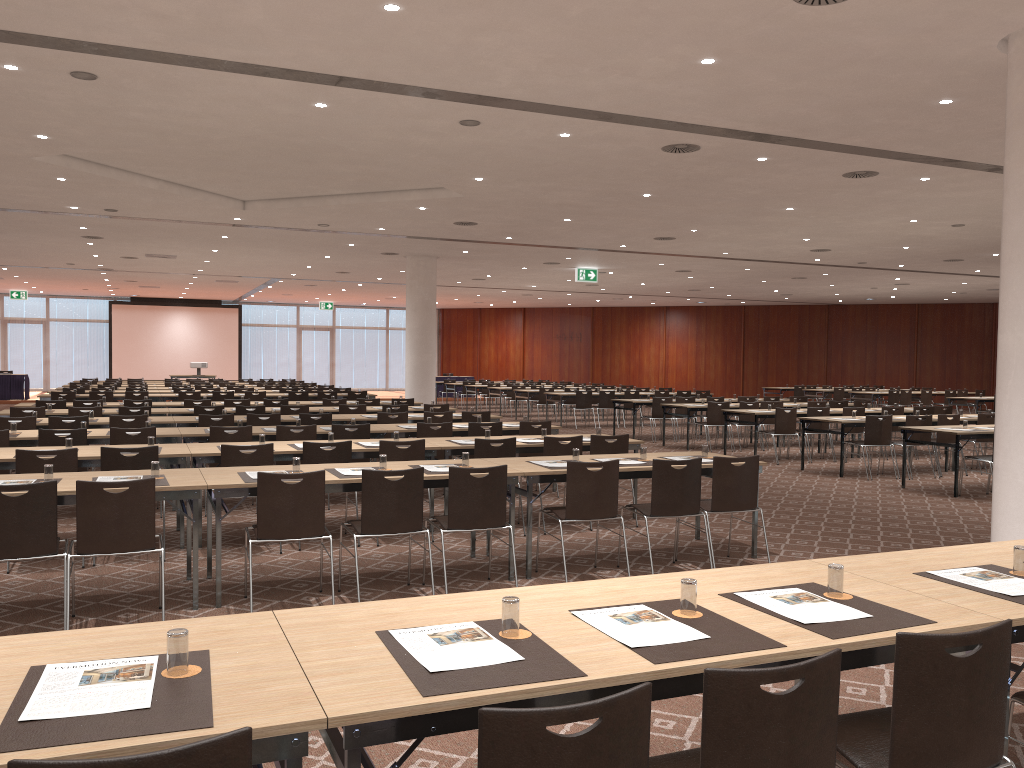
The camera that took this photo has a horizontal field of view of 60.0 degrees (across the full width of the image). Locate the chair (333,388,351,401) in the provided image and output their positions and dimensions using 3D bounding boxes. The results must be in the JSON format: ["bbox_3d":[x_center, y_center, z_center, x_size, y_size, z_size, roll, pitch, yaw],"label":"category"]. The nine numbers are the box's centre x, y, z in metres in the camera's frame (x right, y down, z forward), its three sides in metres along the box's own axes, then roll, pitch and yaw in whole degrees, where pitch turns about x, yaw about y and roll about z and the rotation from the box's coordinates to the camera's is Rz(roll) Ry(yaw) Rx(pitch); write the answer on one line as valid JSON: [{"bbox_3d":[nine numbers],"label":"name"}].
[{"bbox_3d":[-4.162,0.551,21.565,0.535,0.940,0.613,0,2,-21],"label":"chair"}]

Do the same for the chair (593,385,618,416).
[{"bbox_3d":[2.819,0.500,26.611,0.535,0.940,0.613,0,2,-21],"label":"chair"}]

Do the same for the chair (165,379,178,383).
[{"bbox_3d":[-10.572,0.295,27.581,0.535,0.940,0.613,0,2,-22],"label":"chair"}]

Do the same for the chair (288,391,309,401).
[{"bbox_3d":[-4.663,0.611,19.225,0.535,0.940,0.613,0,2,-25],"label":"chair"}]

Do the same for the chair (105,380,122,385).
[{"bbox_3d":[-11.266,0.357,25.085,0.535,0.940,0.613,0,2,-24],"label":"chair"}]

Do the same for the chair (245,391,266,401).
[{"bbox_3d":[-5.471,0.611,18.848,0.535,0.940,0.613,0,2,-22],"label":"chair"}]

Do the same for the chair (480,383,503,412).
[{"bbox_3d":[-0.627,0.429,27.484,0.535,0.940,0.613,0,2,-24],"label":"chair"}]

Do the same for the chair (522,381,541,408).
[{"bbox_3d":[0.719,0.371,30.152,0.535,0.940,0.613,0,2,-24],"label":"chair"}]

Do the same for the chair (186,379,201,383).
[{"bbox_3d":[-9.991,0.297,27.787,0.535,0.940,0.613,0,2,-24],"label":"chair"}]

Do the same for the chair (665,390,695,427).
[{"bbox_3d":[4.346,0.626,22.917,0.535,0.940,0.613,0,2,-24],"label":"chair"}]

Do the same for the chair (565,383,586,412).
[{"bbox_3d":[2.102,0.435,28.565,0.535,0.940,0.613,0,2,-25],"label":"chair"}]

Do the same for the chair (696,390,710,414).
[{"bbox_3d":[4.910,0.624,23.242,0.535,0.940,0.613,0,2,-20],"label":"chair"}]

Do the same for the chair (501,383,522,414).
[{"bbox_3d":[-0.026,0.435,27.584,0.535,0.940,0.613,0,2,-22],"label":"chair"}]

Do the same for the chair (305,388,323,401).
[{"bbox_3d":[-4.791,0.549,21.338,0.535,0.940,0.613,0,2,-23],"label":"chair"}]

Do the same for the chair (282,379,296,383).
[{"bbox_3d":[-7.299,0.300,28.917,0.535,0.940,0.613,0,2,-20],"label":"chair"}]

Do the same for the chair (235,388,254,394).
[{"bbox_3d":[-6.288,0.546,20.756,0.535,0.940,0.613,0,2,-25],"label":"chair"}]

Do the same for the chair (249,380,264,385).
[{"bbox_3d":[-7.702,0.359,26.664,0.535,0.940,0.613,0,2,-21],"label":"chair"}]

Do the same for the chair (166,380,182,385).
[{"bbox_3d":[-9.830,0.356,25.771,0.535,0.940,0.613,0,2,-21],"label":"chair"}]

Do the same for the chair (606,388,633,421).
[{"bbox_3d":[3.002,0.562,24.520,0.535,0.940,0.613,0,2,-24],"label":"chair"}]

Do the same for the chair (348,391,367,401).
[{"bbox_3d":[-3.476,0.612,19.769,0.535,0.940,0.613,0,2,-20],"label":"chair"}]

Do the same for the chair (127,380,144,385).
[{"bbox_3d":[-10.744,0.356,25.342,0.535,0.940,0.613,0,2,-20],"label":"chair"}]

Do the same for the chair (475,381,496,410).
[{"bbox_3d":[-0.866,0.367,29.551,0.535,0.940,0.613,0,2,-21],"label":"chair"}]

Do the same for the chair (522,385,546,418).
[{"bbox_3d":[0.665,0.495,25.795,0.535,0.940,0.613,0,2,-25],"label":"chair"}]

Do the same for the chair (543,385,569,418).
[{"bbox_3d":[1.288,0.498,25.968,0.535,0.940,0.613,0,2,-25],"label":"chair"}]

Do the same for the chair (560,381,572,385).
[{"bbox_3d":[1.784,0.371,30.663,0.535,0.940,0.613,0,2,-21],"label":"chair"}]

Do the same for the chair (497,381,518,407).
[{"bbox_3d":[-0.143,0.373,29.702,0.535,0.940,0.613,0,2,-24],"label":"chair"}]

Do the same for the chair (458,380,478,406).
[{"bbox_3d":[-1.550,0.306,31.367,0.535,0.940,0.613,0,2,-25],"label":"chair"}]

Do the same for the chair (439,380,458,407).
[{"bbox_3d":[-2.227,0.308,30.995,0.535,0.940,0.613,0,2,-21],"label":"chair"}]

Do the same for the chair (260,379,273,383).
[{"bbox_3d":[-7.975,0.297,28.716,0.535,0.940,0.613,0,2,-24],"label":"chair"}]

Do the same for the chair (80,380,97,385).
[{"bbox_3d":[-11.892,0.354,24.905,0.535,0.940,0.613,0,2,-25],"label":"chair"}]

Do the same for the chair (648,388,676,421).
[{"bbox_3d":[4.237,0.564,25.039,0.535,0.940,0.613,0,2,-23],"label":"chair"}]

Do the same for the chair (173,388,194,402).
[{"bbox_3d":[-7.477,0.547,20.174,0.535,0.940,0.613,0,2,-23],"label":"chair"}]

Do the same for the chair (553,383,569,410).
[{"bbox_3d":[1.472,0.432,28.365,0.535,0.940,0.613,0,2,-21],"label":"chair"}]

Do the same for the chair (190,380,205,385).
[{"bbox_3d":[-9.217,0.358,25.982,0.535,0.940,0.613,0,2,-20],"label":"chair"}]

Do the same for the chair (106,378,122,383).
[{"bbox_3d":[-12.102,0.292,26.985,0.535,0.940,0.613,0,2,-22],"label":"chair"}]

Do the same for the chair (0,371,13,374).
[{"bbox_3d":[-16.979,0.022,29.681,0.535,0.940,0.613,0,2,-20],"label":"chair"}]

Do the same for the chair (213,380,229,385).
[{"bbox_3d":[-8.604,0.360,26.202,0.535,0.940,0.613,0,2,-20],"label":"chair"}]

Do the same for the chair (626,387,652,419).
[{"bbox_3d":[3.588,0.558,24.919,0.535,0.940,0.613,0,2,-21],"label":"chair"}]

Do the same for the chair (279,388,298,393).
[{"bbox_3d":[-5.338,0.550,21.071,0.535,0.940,0.613,0,2,-24],"label":"chair"}]

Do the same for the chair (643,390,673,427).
[{"bbox_3d":[3.764,0.620,22.825,0.535,0.940,0.613,0,2,-23],"label":"chair"}]

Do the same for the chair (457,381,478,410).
[{"bbox_3d":[-1.472,0.368,29.232,0.535,0.940,0.613,0,2,-20],"label":"chair"}]

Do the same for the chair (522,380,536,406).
[{"bbox_3d":[0.499,0.309,32.227,0.535,0.940,0.613,0,2,-25],"label":"chair"}]

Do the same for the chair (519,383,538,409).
[{"bbox_3d":[0.492,0.433,27.889,0.535,0.940,0.613,0,2,-26],"label":"chair"}]

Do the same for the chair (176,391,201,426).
[{"bbox_3d":[-6.687,0.609,18.375,0.535,0.940,0.613,0,2,-22],"label":"chair"}]

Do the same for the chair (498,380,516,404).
[{"bbox_3d":[-0.133,0.311,31.874,0.535,0.940,0.613,0,2,-25],"label":"chair"}]

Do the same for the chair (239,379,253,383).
[{"bbox_3d":[-8.548,0.299,28.393,0.535,0.940,0.613,0,2,-24],"label":"chair"}]

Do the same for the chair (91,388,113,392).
[{"bbox_3d":[-9.008,0.545,19.531,0.535,0.940,0.613,0,2,-20],"label":"chair"}]

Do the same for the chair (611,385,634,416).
[{"bbox_3d":[3.420,0.496,27.015,0.535,0.940,0.613,0,2,-25],"label":"chair"}]

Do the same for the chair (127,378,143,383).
[{"bbox_3d":[-11.539,0.295,27.138,0.535,0.940,0.613,0,2,-25],"label":"chair"}]

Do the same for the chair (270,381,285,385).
[{"bbox_3d":[-7.120,0.362,26.825,0.535,0.940,0.613,0,2,-22],"label":"chair"}]

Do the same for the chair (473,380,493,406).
[{"bbox_3d":[-1.033,0.305,31.648,0.535,0.940,0.613,0,2,-21],"label":"chair"}]

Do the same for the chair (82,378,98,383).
[{"bbox_3d":[-12.681,0.292,26.696,0.535,0.940,0.613,0,2,-20],"label":"chair"}]

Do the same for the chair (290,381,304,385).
[{"bbox_3d":[-6.589,0.362,27.085,0.535,0.940,0.613,0,2,-23],"label":"chair"}]

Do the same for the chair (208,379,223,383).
[{"bbox_3d":[-9.399,0.295,28.119,0.535,0.940,0.613,0,2,-20],"label":"chair"}]

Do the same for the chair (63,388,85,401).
[{"bbox_3d":[-9.543,0.543,19.344,0.535,0.940,0.613,0,2,-22],"label":"chair"}]

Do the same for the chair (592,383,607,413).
[{"bbox_3d":[2.707,0.438,28.731,0.535,0.940,0.613,0,2,-22],"label":"chair"}]

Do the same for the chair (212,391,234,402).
[{"bbox_3d":[-6.095,0.608,18.670,0.535,0.940,0.613,0,2,-24],"label":"chair"}]

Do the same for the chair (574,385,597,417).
[{"bbox_3d":[2.213,0.497,26.445,0.535,0.940,0.613,0,2,-21],"label":"chair"}]

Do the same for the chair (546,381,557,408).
[{"bbox_3d":[1.278,0.374,30.298,0.535,0.940,0.613,0,2,-23],"label":"chair"}]
